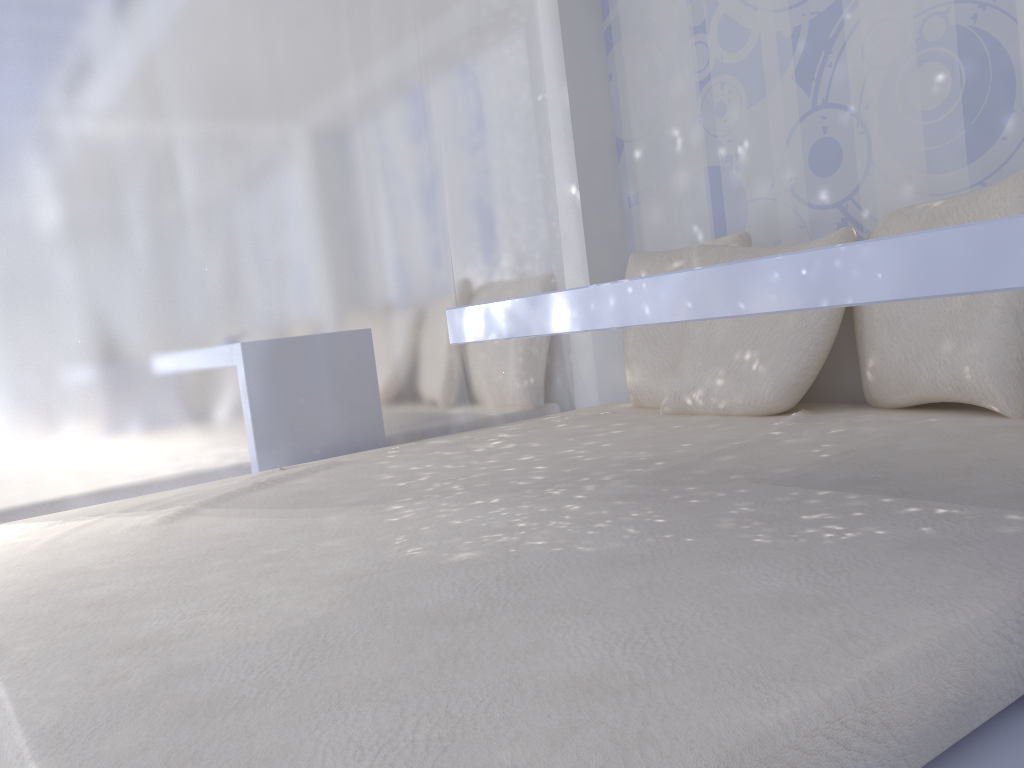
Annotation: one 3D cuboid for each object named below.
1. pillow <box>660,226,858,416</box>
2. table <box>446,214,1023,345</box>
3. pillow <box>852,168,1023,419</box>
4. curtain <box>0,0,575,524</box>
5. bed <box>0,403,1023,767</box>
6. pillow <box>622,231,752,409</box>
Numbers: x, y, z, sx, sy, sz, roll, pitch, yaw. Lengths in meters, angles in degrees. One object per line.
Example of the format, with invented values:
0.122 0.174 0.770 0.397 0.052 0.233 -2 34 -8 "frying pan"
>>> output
0.650 -0.160 2.378 0.307 0.482 0.528 -9 4 -30 "pillow"
0.379 0.052 1.290 0.416 0.450 1.065 -10 5 -35 "table"
0.981 -0.198 1.992 0.233 0.527 0.537 -8 4 -15 "pillow"
-0.631 -0.478 2.572 1.998 1.559 0.125 -10 5 -36 "curtain"
0.110 0.369 1.734 2.016 0.427 2.200 -10 5 -35 "bed"
0.527 -0.180 2.708 0.231 0.510 0.572 -10 5 -35 "pillow"
